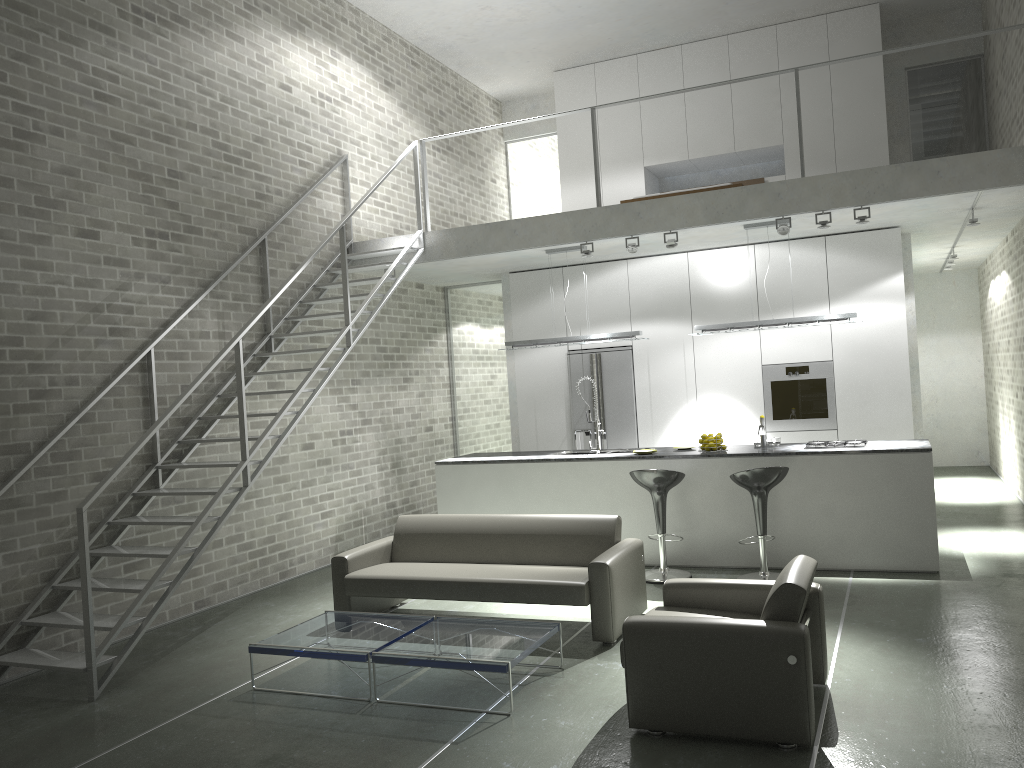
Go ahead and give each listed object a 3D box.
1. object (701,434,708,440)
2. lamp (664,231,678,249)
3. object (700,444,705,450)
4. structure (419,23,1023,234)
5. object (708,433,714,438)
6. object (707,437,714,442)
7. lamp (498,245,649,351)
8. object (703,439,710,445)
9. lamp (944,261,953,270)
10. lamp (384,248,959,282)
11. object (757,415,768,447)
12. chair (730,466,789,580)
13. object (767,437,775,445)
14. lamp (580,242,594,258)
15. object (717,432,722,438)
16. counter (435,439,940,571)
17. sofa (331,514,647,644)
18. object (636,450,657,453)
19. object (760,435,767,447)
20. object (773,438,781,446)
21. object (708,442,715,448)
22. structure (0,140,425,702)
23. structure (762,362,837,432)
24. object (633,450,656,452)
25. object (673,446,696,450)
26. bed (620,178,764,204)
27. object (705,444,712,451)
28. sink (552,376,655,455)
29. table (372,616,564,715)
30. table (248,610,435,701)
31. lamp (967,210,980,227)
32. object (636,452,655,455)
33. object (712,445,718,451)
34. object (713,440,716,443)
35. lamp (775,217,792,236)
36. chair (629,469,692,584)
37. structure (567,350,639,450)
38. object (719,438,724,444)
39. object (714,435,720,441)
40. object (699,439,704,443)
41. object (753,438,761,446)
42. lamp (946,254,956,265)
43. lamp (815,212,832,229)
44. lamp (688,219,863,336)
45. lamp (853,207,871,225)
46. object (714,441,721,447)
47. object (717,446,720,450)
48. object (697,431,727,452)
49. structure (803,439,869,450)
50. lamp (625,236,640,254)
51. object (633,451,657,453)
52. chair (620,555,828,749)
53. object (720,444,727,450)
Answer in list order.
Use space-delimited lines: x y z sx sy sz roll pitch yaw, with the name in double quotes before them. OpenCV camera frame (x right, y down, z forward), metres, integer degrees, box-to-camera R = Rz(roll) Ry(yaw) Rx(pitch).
"object" 1.718 0.473 7.918 0.053 0.051 0.063 -4 0 -29
"lamp" 1.460 -1.313 8.123 0.115 0.151 0.115 -4 0 -24
"object" 1.715 0.564 7.938 0.060 0.057 0.052 -4 0 15
"structure" 1.639 -2.185 8.019 5.560 0.972 0.070 -4 0 23
"object" 1.777 0.466 7.923 0.051 0.053 0.063 -4 0 15
"object" 1.763 0.493 7.858 0.061 0.052 0.053 -4 0 27
"lamp" 0.567 -0.867 8.800 1.490 0.964 0.290 -4 0 23
"object" 1.734 0.517 7.902 0.062 0.053 0.052 -4 0 -15
"lamp" 5.806 -1.588 11.806 0.109 0.135 0.109 -4 0 -25
"lamp" 2.016 -1.352 9.982 6.854 0.136 0.110 -4 0 -12
"object" 2.270 0.421 7.989 0.088 0.288 0.101 -4 0 -37
"chair" 1.970 1.098 6.985 0.457 0.931 0.464 -4 0 4
"object" 2.368 0.524 8.115 0.064 0.070 0.063 -4 0 -29
"lamp" 0.714 -1.273 8.432 0.109 0.136 0.109 -4 0 -24
"object" 1.853 0.463 7.924 0.050 0.060 0.059 -4 0 13
"counter" 1.466 1.097 8.193 4.400 0.960 0.900 -4 0 23
"sofa" -0.187 1.340 6.302 2.114 0.717 0.902 -4 0 23
"object" 1.203 0.615 8.016 0.217 0.017 0.216 -4 0 -34
"object" 2.264 0.512 7.980 0.060 0.106 0.060 -4 0 17
"object" 2.397 0.522 8.027 0.064 0.070 0.063 -4 0 31
"object" 1.759 0.540 7.832 0.061 0.054 0.052 -4 0 -10
"structure" -2.110 -0.303 7.283 0.902 4.246 4.345 -4 0 23
"structure" 2.944 0.137 9.097 0.692 0.680 0.036 -4 0 23
"object" 1.203 0.610 8.016 0.217 0.017 0.216 -4 0 -34
"object" 1.611 0.599 8.282 0.217 0.017 0.216 -4 0 -41
"bed" 2.212 -2.148 10.574 1.341 0.792 1.957 -4 0 23
"object" 1.748 0.567 7.886 0.064 0.063 0.074 -4 0 34
"sink" 0.859 0.426 8.562 0.987 1.023 0.546 -4 0 23
"table" -0.230 1.564 5.016 0.820 0.270 0.800 -4 0 23
"table" -0.998 1.614 5.350 0.820 0.270 0.800 -4 0 23
"lamp" 4.151 -1.493 7.982 0.109 0.132 0.109 -4 0 -25
"object" 1.204 0.624 8.016 0.217 0.017 0.216 -4 0 -34
"object" 1.795 0.566 7.853 0.051 0.053 0.063 -4 0 21
"object" 1.802 0.526 7.885 0.051 0.053 0.062 -4 0 21
"lamp" 2.358 -1.368 7.703 0.131 0.154 0.098 -4 0 23
"chair" 1.233 1.145 7.342 0.457 0.931 0.464 -4 0 37
"structure" 1.049 0.595 9.958 0.743 1.900 0.160 -4 0 23
"object" 1.860 0.511 7.904 0.061 0.054 0.053 -4 0 -30
"object" 1.819 0.478 7.867 0.051 0.053 0.063 -4 0 26
"object" 1.704 0.517 7.956 0.053 0.051 0.063 -4 0 -18
"object" 2.240 0.532 8.090 0.064 0.070 0.063 -4 0 -29
"lamp" 5.561 -1.576 11.241 0.109 0.132 0.109 -4 0 -25
"lamp" 2.666 -1.398 7.587 0.109 0.135 0.109 -4 0 -19
"lamp" 2.340 -0.980 8.030 1.490 0.964 0.290 -4 0 23
"lamp" 2.948 -1.416 7.465 0.109 0.135 0.109 -4 0 -19
"object" 1.821 0.528 7.861 0.061 0.055 0.051 -4 0 -7
"object" 1.835 0.565 7.923 0.061 0.055 0.050 -4 0 -31
"object" 1.789 0.508 7.921 0.189 0.174 0.207 -4 0 -22
"structure" 2.782 0.513 7.605 0.500 0.038 0.500 -4 0 23
"lamp" 1.119 -1.291 8.248 0.115 0.151 0.115 -4 0 -24
"object" 1.203 0.619 8.016 0.217 0.017 0.216 -4 0 -34
"chair" 1.058 1.258 4.444 0.910 0.717 0.963 -4 0 23
"object" 1.877 0.561 7.882 0.062 0.052 0.053 -4 0 -37
